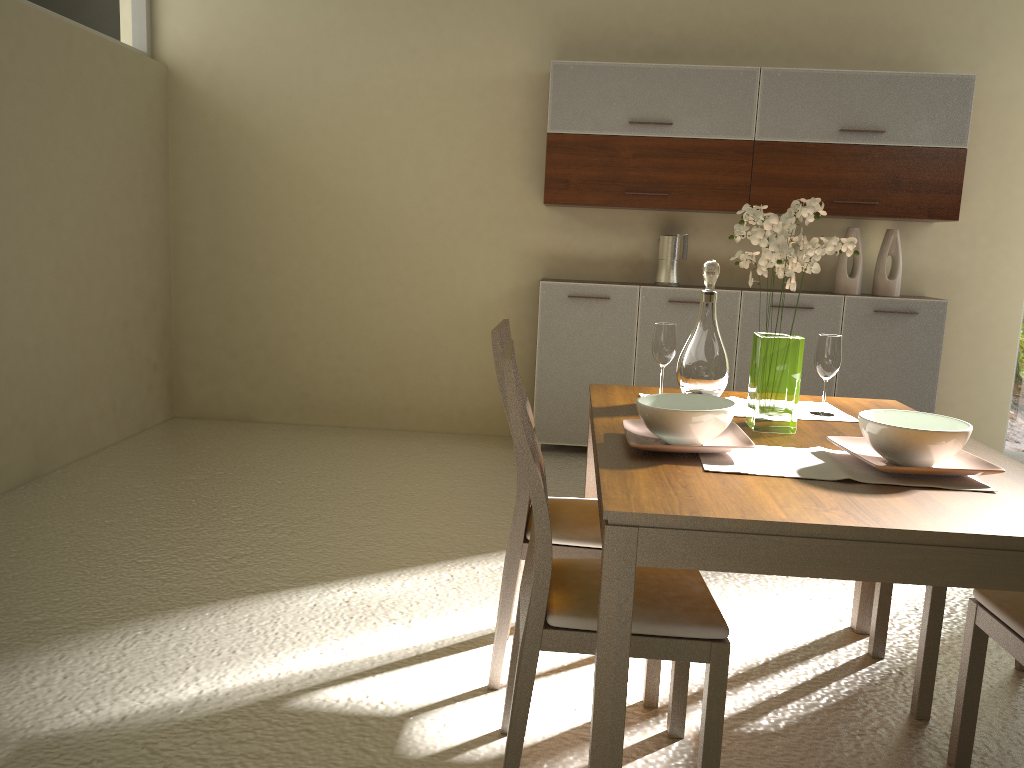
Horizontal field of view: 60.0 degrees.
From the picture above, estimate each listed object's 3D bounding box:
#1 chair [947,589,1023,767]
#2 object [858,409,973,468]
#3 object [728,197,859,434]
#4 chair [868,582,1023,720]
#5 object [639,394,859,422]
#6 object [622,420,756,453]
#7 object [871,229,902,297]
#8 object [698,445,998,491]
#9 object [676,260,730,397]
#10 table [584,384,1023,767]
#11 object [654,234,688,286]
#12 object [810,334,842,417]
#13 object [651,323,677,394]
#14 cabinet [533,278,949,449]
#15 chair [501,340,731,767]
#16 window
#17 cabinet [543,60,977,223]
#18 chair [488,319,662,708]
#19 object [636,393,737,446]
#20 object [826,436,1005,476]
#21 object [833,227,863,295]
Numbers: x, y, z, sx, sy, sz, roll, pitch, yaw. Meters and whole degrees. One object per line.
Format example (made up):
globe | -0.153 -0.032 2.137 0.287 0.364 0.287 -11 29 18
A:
chair | 1.372 0.500 1.961 0.507 1.017 0.404 3 9 1
object | 0.889 0.128 1.973 0.233 0.101 0.233 1 9 -8
object | 0.703 -0.180 2.305 0.304 0.608 0.302 4 9 7
chair | 1.399 0.405 2.544 0.507 1.017 0.404 3 9 3
object | 0.689 0.067 2.634 0.589 0.010 0.287 3 9 0
object | 0.408 0.128 2.098 0.283 0.041 0.283 3 9 3
object | 2.199 -0.707 5.171 0.153 0.384 0.153 10 12 37
object | 0.717 0.177 1.981 0.589 0.010 0.287 4 9 7
object | 0.579 -0.156 2.643 0.156 0.426 0.156 -7 13 -44
table | 0.692 0.528 2.306 1.000 0.790 1.411 3 9 3
object | 0.941 -0.735 5.243 0.181 0.305 0.150 4 10 10
object | 0.906 -0.026 2.559 0.075 0.232 0.075 -5 12 -37
object | 0.453 -0.065 2.658 0.075 0.232 0.075 -5 12 -37
cabinet | 1.304 -0.060 5.315 2.318 1.018 0.372 3 9 3
chair | 0.214 0.433 2.055 0.507 1.017 0.404 3 9 0
window | 0.627 -0.757 3.299 6.429 3.000 4.466 3 9 1
cabinet | 1.362 -1.382 5.095 2.318 0.789 0.372 3 9 3
chair | 0.189 0.346 2.575 0.507 1.017 0.404 3 9 4
object | 0.407 0.089 2.092 0.232 0.107 0.233 5 10 15
object | 0.887 0.168 1.980 0.283 0.033 0.283 2 9 -2
object | 1.977 -0.720 5.184 0.153 0.384 0.153 10 12 37
